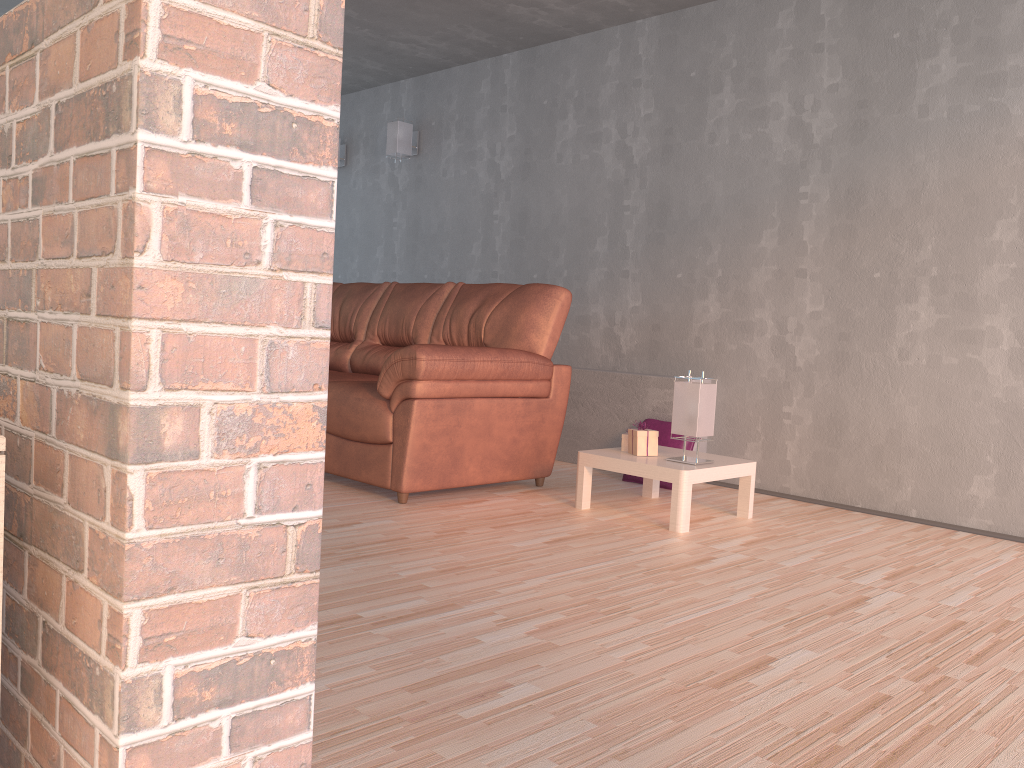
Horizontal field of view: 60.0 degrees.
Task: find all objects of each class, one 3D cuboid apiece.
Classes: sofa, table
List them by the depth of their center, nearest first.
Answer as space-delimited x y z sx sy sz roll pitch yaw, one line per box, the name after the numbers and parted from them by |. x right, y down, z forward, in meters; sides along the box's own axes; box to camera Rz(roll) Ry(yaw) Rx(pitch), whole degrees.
0.646 0.425 3.740 0.548 0.241 0.548 7 5 45 | table
-0.799 -0.097 4.576 2.202 0.923 0.981 7 5 45 | sofa

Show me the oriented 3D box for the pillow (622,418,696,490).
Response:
0.747 0.352 4.461 0.327 0.326 0.241 6 4 39 | pillow

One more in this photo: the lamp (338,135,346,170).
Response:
-1.398 -1.782 6.833 0.165 0.319 0.168 7 5 45 | lamp

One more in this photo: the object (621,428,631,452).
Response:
0.553 0.243 3.833 0.152 0.105 0.080 4 4 13 | object

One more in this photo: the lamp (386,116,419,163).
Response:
-0.770 -1.708 6.216 0.165 0.319 0.177 7 5 45 | lamp

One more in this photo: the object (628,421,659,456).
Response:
0.552 0.226 3.733 0.102 0.147 0.099 2 4 -17 | object

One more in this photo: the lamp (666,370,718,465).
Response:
0.735 0.134 3.595 0.140 0.376 0.140 7 5 45 | lamp

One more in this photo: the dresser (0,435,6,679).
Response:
-0.931 0.325 0.847 1.686 0.612 0.605 7 5 45 | dresser

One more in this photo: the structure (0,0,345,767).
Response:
-0.765 0.081 1.334 1.422 1.057 0.211 7 5 45 | structure
